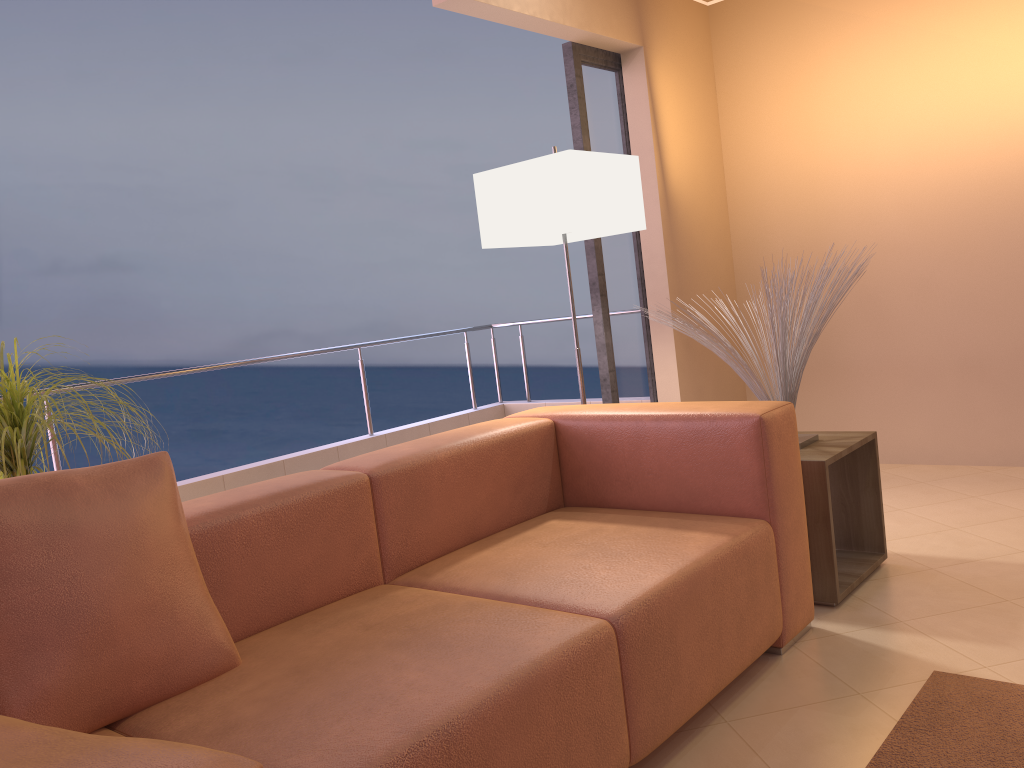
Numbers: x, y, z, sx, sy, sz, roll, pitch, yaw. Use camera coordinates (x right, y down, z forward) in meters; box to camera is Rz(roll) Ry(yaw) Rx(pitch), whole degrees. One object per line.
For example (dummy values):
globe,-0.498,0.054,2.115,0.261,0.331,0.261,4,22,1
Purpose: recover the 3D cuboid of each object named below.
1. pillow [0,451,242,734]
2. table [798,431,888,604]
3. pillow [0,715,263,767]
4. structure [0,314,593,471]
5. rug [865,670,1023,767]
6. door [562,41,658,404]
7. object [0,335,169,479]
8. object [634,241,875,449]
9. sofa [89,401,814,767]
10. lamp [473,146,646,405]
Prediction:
pillow,-0.751,0.363,1.577,0.211,0.468,0.470,-3,6,36
table,0.936,0.414,2.934,0.415,0.436,0.469,-3,7,40
pillow,-0.667,0.496,1.074,0.514,0.292,0.517,-6,5,10
structure,-0.783,0.127,4.010,1.663,0.541,4.176,-3,7,40
rug,0.899,0.863,0.588,1.833,0.005,2.626,-3,7,40
door,0.529,-0.508,4.278,0.056,2.160,0.480,-3,7,40
object,-1.274,0.425,2.338,0.729,1.088,0.703,-6,5,9
object,0.807,-0.112,2.943,0.703,0.634,0.700,-7,5,-3
sofa,-0.378,0.577,1.770,0.943,0.672,2.781,-3,7,40
lamp,0.254,-0.111,3.400,0.454,1.578,0.454,-3,7,40
